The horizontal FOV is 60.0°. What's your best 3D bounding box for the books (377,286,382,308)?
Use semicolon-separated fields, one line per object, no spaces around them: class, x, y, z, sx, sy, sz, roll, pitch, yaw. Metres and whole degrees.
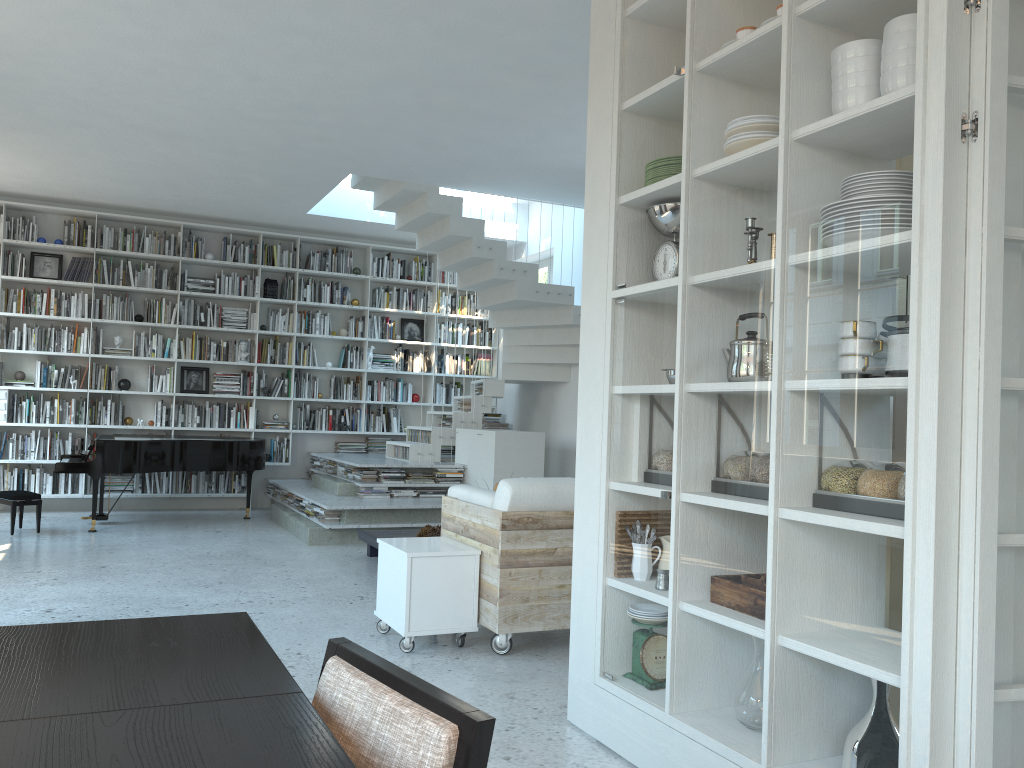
books;-1.616;-1.034;10.698;0.051;0.282;0.166;3;-2;-25

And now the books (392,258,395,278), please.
books;-1.458;-1.384;10.763;0.014;0.262;0.168;3;-2;-25

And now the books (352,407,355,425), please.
books;-1.900;0.421;10.575;0.012;0.282;0.143;3;-2;-25

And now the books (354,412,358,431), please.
books;-1.871;0.449;10.554;0.025;0.228;0.175;3;-2;-25

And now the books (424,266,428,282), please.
books;-1.085;-1.338;10.939;0.029;0.210;0.169;3;-2;-25

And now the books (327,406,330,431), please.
books;-2.171;0.401;10.416;0.012;0.293;0.175;3;-2;-25

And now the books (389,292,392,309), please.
books;-1.499;-0.999;10.751;0.030;0.224;0.158;3;-2;-25

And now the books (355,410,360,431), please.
books;-1.850;0.435;10.571;0.026;0.258;0.156;3;-2;-25

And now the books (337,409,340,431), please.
books;-2.068;0.422;10.479;0.026;0.263;0.169;3;-2;-25

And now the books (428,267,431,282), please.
books;-1.045;-1.336;10.984;0.031;0.211;0.131;3;-2;-25

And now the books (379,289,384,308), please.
books;-1.585;-1.016;10.722;0.026;0.250;0.130;3;-2;-25

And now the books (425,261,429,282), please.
books;-1.067;-1.371;10.968;0.025;0.279;0.136;3;-2;-25

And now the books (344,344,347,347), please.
books;-1.983;-0.321;10.538;0.016;0.290;0.135;3;-2;-25

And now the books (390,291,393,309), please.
books;-1.481;-1.003;10.775;0.024;0.236;0.146;3;-2;-25

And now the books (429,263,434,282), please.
books;-1.009;-1.361;10.976;0.026;0.263;0.163;3;-2;-25

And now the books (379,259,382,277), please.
books;-1.613;-1.376;10.697;0.024;0.231;0.168;3;-2;-25

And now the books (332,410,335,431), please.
books;-2.116;0.430;10.467;0.021;0.242;0.131;3;-2;-25

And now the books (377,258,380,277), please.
books;-1.633;-1.383;10.679;0.026;0.241;0.184;3;-2;-25

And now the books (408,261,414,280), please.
books;-1.236;-1.369;10.862;0.019;0.256;0.169;3;-2;-25

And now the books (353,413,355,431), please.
books;-1.902;0.451;10.545;0.013;0.220;0.168;3;-2;-25

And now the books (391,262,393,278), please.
books;-1.487;-1.364;10.772;0.030;0.220;0.133;3;-2;-25

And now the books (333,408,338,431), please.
books;-2.088;0.421;10.462;0.026;0.262;0.173;3;-2;-25

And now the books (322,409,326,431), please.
books;-2.223;0.418;10.395;0.025;0.252;0.181;3;-2;-25

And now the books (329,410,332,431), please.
books;-2.153;0.426;10.427;0.031;0.244;0.184;3;-2;-25

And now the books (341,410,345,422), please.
books;-2.008;0.432;10.505;0.012;0.249;0.164;3;-2;-25

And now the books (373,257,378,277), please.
books;-1.658;-1.388;10.672;0.025;0.250;0.178;3;-2;-25

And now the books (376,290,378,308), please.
books;-1.646;-1.013;10.684;0.013;0.236;0.141;3;-2;-25

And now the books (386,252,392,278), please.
books;-1.495;-1.421;10.743;0.014;0.332;0.180;3;-2;-25

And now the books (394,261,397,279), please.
books;-1.443;-1.370;10.772;0.022;0.236;0.172;3;-2;-25

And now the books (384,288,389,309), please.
books;-1.531;-1.019;10.727;0.026;0.261;0.167;3;-2;-25

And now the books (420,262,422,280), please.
books;-1.145;-1.364;10.929;0.017;0.257;0.146;3;-2;-25

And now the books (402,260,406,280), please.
books;-1.342;-1.375;10.824;0.030;0.257;0.165;3;-2;-25

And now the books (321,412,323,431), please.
books;-2.247;0.433;10.401;0.012;0.221;0.153;3;-2;-25

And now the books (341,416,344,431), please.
books;-2.024;0.465;10.494;0.025;0.181;0.169;3;-2;-25

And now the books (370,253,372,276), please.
books;-1.717;-1.413;10.653;0.028;0.294;0.150;3;-2;-25

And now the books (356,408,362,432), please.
books;-1.827;0.429;10.582;0.025;0.272;0.171;3;-2;-25

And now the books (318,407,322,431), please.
books;-2.256;0.409;10.391;0.014;0.268;0.171;3;-2;-25

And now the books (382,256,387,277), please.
books;-1.555;-1.396;10.724;0.048;0.278;0.150;3;-2;-25

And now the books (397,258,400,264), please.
books;-1.395;-1.388;10.817;0.012;0.279;0.153;3;-2;-25

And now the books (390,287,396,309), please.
books;-1.449;-1.029;10.767;0.026;0.288;0.156;3;-2;-25

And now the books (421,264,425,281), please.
books;-1.120;-1.353;10.916;0.018;0.235;0.186;3;-2;-25

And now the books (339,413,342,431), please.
books;-2.048;0.449;10.490;0.022;0.211;0.135;3;-2;-25

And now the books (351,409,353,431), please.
books;-1.922;0.428;10.550;0.021;0.264;0.150;3;-2;-25

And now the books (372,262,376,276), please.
books;-1.676;-1.355;10.651;0.022;0.182;0.190;3;-2;-25

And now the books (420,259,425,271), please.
books;-1.111;-1.383;10.943;0.020;0.299;0.131;3;-2;-25

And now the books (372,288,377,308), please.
books;-1.658;-1.022;10.681;0.012;0.254;0.161;3;-2;-25

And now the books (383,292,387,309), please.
books;-1.553;-0.994;10.711;0.025;0.207;0.175;3;-2;-25

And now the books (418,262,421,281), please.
books;-1.161;-1.361;10.905;0.031;0.248;0.164;3;-2;-25

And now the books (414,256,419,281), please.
books;-1.182;-1.398;10.896;0.007;0.320;0.165;3;-2;-25

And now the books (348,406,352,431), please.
books;-1.936;0.413;10.542;0.013;0.294;0.134;3;-2;-25

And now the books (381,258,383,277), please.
books;-1.597;-1.384;10.724;0.027;0.249;0.140;3;-2;-25

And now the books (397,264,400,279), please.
books;-1.401;-1.351;10.785;0.024;0.202;0.190;3;-2;-25

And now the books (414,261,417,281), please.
books;-1.209;-1.365;10.884;0.016;0.251;0.189;3;-2;-25

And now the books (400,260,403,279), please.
books;-1.367;-1.374;10.827;0.012;0.254;0.161;3;-2;-25

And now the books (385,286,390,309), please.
books;-1.517;-1.036;10.743;0.011;0.296;0.162;3;-2;-25

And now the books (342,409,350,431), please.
books;-1.970;0.425;10.516;0.070;0.266;0.186;3;-2;-25

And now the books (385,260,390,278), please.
books;-1.521;-1.371;10.742;0.030;0.231;0.148;3;-2;-25

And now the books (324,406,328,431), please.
books;-2.191;0.404;10.430;0.012;0.285;0.159;3;-2;-25

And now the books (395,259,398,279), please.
books;-1.426;-1.378;10.789;0.021;0.254;0.151;3;-2;-25
